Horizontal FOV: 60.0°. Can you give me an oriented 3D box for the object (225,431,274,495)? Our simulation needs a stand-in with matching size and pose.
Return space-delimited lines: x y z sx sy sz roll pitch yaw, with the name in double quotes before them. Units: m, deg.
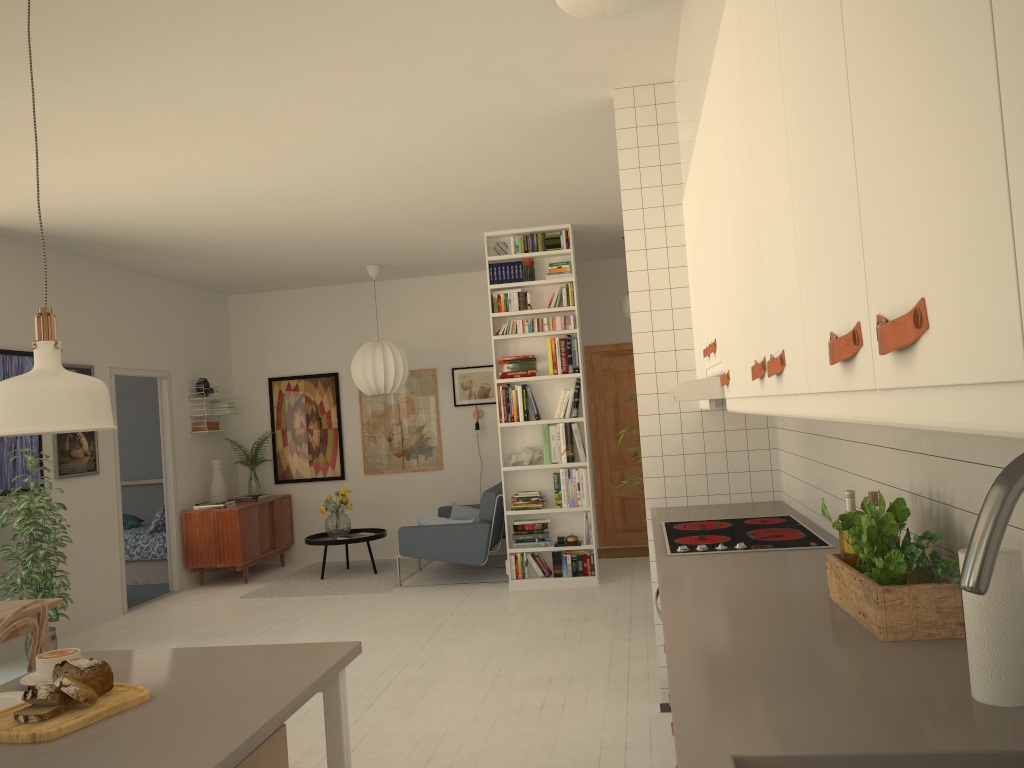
"object" -2.690 0.841 9.261 0.476 0.686 0.398 -5 -2 10

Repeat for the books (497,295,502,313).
"books" -0.088 -0.651 7.324 0.030 0.149 0.202 -4 -2 8

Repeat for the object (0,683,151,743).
"object" -0.924 0.671 1.824 0.237 0.019 0.306 -5 -2 24

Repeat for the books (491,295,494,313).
"books" -0.143 -0.649 7.353 0.019 0.156 0.205 -4 -2 8

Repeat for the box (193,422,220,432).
"box" -3.001 0.418 8.701 0.152 0.084 0.265 -4 -2 8

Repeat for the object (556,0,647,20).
"object" 0.326 -1.362 3.109 0.351 0.101 0.351 -3 -2 -40

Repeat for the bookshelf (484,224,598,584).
"bookshelf" 0.245 0.182 7.266 0.710 2.901 0.249 -4 -2 8

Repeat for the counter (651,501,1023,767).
"counter" -0.527 0.665 1.809 2.856 0.163 4.843 -4 -2 8

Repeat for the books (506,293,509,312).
"books" -0.023 -0.660 7.325 0.024 0.155 0.188 -4 -2 8

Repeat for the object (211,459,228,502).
"object" -2.859 0.955 8.636 0.158 0.445 0.160 -2 -3 -42

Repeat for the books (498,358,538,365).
"books" 0.056 -0.183 7.311 0.314 0.035 0.205 -4 -2 8

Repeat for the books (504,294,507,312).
"books" -0.042 -0.656 7.327 0.013 0.149 0.208 -4 -2 8

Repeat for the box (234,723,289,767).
"box" -0.670 0.931 1.942 0.237 0.242 0.357 -4 -2 9

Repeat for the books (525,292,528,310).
"books" 0.131 -0.672 7.292 0.016 0.158 0.146 -4 -2 8

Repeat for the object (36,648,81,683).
"object" -1.062 0.661 2.082 0.098 0.064 0.094 -3 -2 -34

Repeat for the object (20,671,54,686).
"object" -1.062 0.689 2.080 0.160 0.020 0.160 -3 -2 -26

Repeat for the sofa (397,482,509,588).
"sofa" -0.412 1.327 8.179 0.964 0.773 1.602 -4 -2 8

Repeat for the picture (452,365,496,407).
"picture" -0.373 0.019 9.158 0.481 0.402 0.015 -4 -2 8

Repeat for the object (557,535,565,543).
"object" 0.398 1.256 7.167 0.058 0.055 0.058 -4 -2 8

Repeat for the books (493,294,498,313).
"books" -0.120 -0.653 7.325 0.034 0.162 0.197 -4 -2 8

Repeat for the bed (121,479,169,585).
"bed" -3.948 1.512 9.141 1.655 0.974 0.933 -4 -2 8

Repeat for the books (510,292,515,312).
"books" 0.016 -0.664 7.320 0.028 0.159 0.222 -4 -2 8

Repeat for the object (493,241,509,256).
"object" -0.091 -1.109 7.288 0.131 0.131 0.131 -4 -2 4

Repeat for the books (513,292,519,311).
"books" 0.047 -0.664 7.308 0.035 0.158 0.199 -4 -2 8

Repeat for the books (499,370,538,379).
"books" 0.061 -0.074 7.285 0.300 0.056 0.202 -4 -2 8

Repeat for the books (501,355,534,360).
"books" 0.045 -0.212 7.306 0.266 0.026 0.203 -4 -2 -2

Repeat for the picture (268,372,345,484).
"picture" -2.180 0.472 9.403 0.778 1.134 0.018 -4 -2 8

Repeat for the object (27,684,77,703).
"object" -0.946 0.634 1.815 0.083 0.057 0.072 -5 -2 14

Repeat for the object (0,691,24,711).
"object" -1.131 0.696 1.924 0.167 0.005 0.167 -4 -2 4

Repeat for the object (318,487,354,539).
"object" -1.661 1.220 8.396 0.361 0.471 0.291 -2 -3 -44

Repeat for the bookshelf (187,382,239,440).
"bookshelf" -2.984 0.258 8.883 0.184 0.565 0.695 -4 -2 8

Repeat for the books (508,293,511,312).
"books" -0.007 -0.660 7.307 0.012 0.155 0.208 -4 -2 8

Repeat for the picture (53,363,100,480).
"picture" -3.356 0.280 6.819 0.020 0.869 0.525 -4 -2 8

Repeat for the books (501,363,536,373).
"books" 0.056 -0.132 7.297 0.268 0.064 0.128 -3 -2 -22

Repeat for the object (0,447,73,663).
"object" -3.136 1.124 5.811 0.514 1.424 0.568 -2 -3 -39

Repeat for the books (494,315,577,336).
"books" 0.196 -0.469 7.288 0.664 0.110 0.278 -4 -2 8

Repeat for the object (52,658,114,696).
"object" -0.914 0.621 1.892 0.086 0.087 0.090 -5 -2 16

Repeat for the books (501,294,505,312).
"books" -0.062 -0.655 7.315 0.023 0.152 0.199 -4 -2 8

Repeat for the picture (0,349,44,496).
"picture" -3.452 0.262 6.143 0.018 0.999 0.545 -4 -2 8

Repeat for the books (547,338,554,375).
"books" 0.322 -0.219 7.274 0.032 0.300 0.200 -4 -2 8

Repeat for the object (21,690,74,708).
"object" -0.942 0.635 1.787 0.083 0.055 0.073 -5 -2 15

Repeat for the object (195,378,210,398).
"object" -3.014 0.038 8.646 0.139 0.200 0.139 -3 -3 -38

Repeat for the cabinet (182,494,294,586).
"cabinet" -2.672 1.534 8.789 0.546 0.727 1.262 -4 -2 8

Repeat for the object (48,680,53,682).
"object" -1.006 0.676 2.060 0.132 0.011 0.027 -2 -3 -43

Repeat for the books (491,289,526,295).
"books" -0.018 -0.751 7.325 0.255 0.022 0.189 -5 -2 18

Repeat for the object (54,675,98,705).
"object" -0.889 0.625 1.804 0.079 0.067 0.074 -5 -2 10

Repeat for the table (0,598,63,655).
"table" -2.486 1.314 2.999 0.894 0.749 1.797 -4 -2 8

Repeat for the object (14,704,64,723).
"object" -0.943 0.653 1.756 0.077 0.017 0.068 -5 -2 16

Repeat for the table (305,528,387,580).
"table" -1.546 1.604 8.338 0.760 0.386 0.761 -5 -2 24

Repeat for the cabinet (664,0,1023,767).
"cabinet" -0.554 0.269 1.824 2.853 2.160 4.843 -4 -2 8

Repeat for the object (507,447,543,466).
"object" 0.111 0.587 7.229 0.311 0.150 0.137 -5 -2 16

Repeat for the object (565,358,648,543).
"object" 0.963 0.693 6.246 0.778 1.712 2.087 -4 -2 -11

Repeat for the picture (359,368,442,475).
"picture" -1.173 0.394 9.264 0.838 1.053 0.012 -4 -2 8

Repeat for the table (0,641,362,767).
"table" -0.845 1.101 1.598 0.794 0.864 1.423 -4 -2 8
